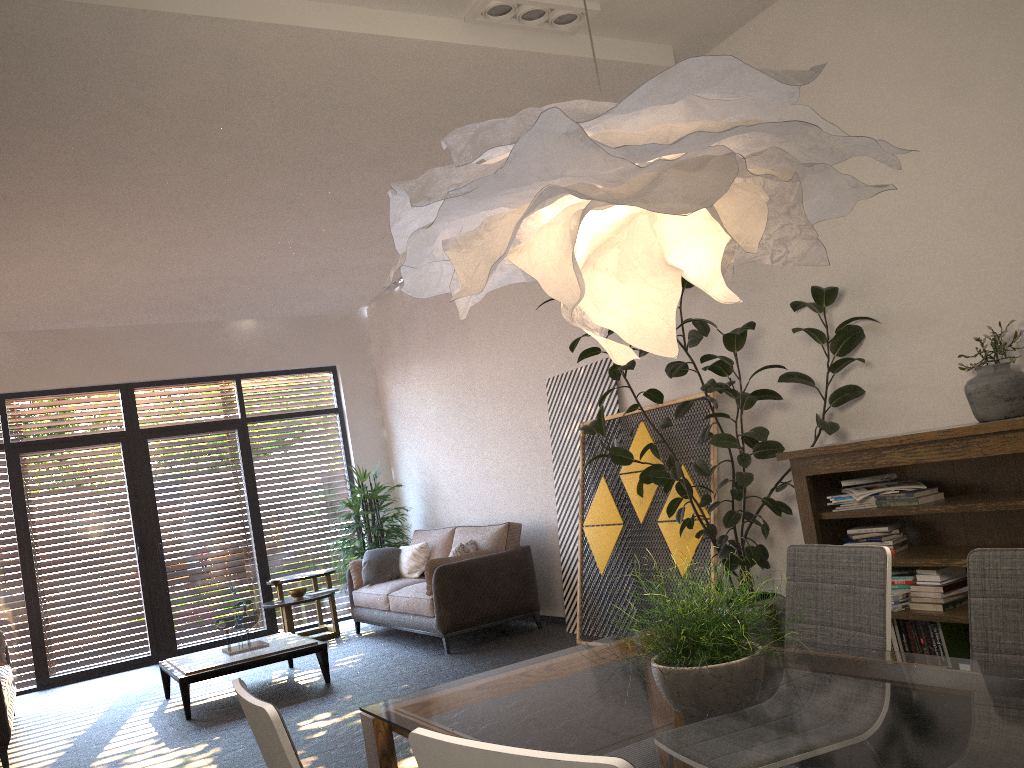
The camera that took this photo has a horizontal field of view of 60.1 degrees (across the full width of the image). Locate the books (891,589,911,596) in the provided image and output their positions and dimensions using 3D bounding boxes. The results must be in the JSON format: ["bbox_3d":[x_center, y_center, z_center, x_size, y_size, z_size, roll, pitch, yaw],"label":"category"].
[{"bbox_3d":[1.783,0.983,4.244,0.218,0.013,0.307,-7,-7,-25],"label":"books"}]

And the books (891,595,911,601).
[{"bbox_3d":[1.781,1.007,4.242,0.218,0.008,0.307,-6,-7,-26],"label":"books"}]

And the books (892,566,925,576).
[{"bbox_3d":[1.852,0.898,4.274,0.247,0.028,0.193,-15,-8,40],"label":"books"}]

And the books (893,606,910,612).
[{"bbox_3d":[1.785,1.059,4.246,0.218,0.008,0.307,-6,-7,-30],"label":"books"}]

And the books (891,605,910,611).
[{"bbox_3d":[1.783,1.052,4.248,0.218,0.007,0.307,-7,-7,-25],"label":"books"}]

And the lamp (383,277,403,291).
[{"bbox_3d":[-1.260,-1.100,9.337,0.252,0.066,0.649,-6,-7,-29],"label":"lamp"}]

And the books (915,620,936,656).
[{"bbox_3d":[1.978,1.181,4.119,0.171,0.240,0.085,-7,-4,-29],"label":"books"}]

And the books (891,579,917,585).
[{"bbox_3d":[1.841,0.940,4.267,0.175,0.023,0.251,-4,-8,-44],"label":"books"}]

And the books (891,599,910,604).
[{"bbox_3d":[1.785,1.025,4.251,0.218,0.008,0.290,-7,-7,-23],"label":"books"}]

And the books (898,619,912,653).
[{"bbox_3d":[1.925,1.201,4.217,0.171,0.240,0.056,-7,-4,-29],"label":"books"}]

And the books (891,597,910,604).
[{"bbox_3d":[1.788,1.018,4.243,0.218,0.006,0.307,-7,-7,-25],"label":"books"}]

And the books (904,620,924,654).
[{"bbox_3d":[1.951,1.200,4.171,0.171,0.224,0.083,-7,-4,-29],"label":"books"}]

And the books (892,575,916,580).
[{"bbox_3d":[1.856,0.919,4.271,0.192,0.014,0.257,-4,-8,-41],"label":"books"}]

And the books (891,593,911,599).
[{"bbox_3d":[1.782,1.000,4.244,0.218,0.008,0.307,-6,-7,-26],"label":"books"}]

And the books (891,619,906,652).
[{"bbox_3d":[1.893,1.212,4.265,0.167,0.240,0.100,-7,-4,-29],"label":"books"}]

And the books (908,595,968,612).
[{"bbox_3d":[1.972,0.994,4.048,0.242,0.034,0.181,-6,-7,-27],"label":"books"}]

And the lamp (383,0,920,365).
[{"bbox_3d":[-0.112,-2.594,2.052,1.115,5.196,1.067,-8,-3,-19],"label":"lamp"}]

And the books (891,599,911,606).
[{"bbox_3d":[1.785,1.031,4.250,0.218,0.008,0.290,-7,-7,-23],"label":"books"}]

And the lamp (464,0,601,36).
[{"bbox_3d":[0.103,-1.862,4.414,0.643,0.066,0.255,-6,-7,-29],"label":"lamp"}]

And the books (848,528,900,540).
[{"bbox_3d":[1.776,0.732,4.354,0.221,0.023,0.147,-11,-6,12],"label":"books"}]

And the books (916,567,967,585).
[{"bbox_3d":[1.973,0.866,4.064,0.216,0.069,0.159,-7,-6,-20],"label":"books"}]

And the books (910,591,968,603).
[{"bbox_3d":[1.971,0.967,4.059,0.226,0.023,0.167,-6,-7,-31],"label":"books"}]

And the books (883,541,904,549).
[{"bbox_3d":[1.793,0.794,4.347,0.206,0.022,0.154,-15,-8,40],"label":"books"}]

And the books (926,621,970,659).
[{"bbox_3d":[2.002,1.169,4.052,0.167,0.241,0.104,-7,-4,-29],"label":"books"}]

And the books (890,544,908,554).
[{"bbox_3d":[1.801,0.815,4.349,0.158,0.021,0.225,-3,-8,-44],"label":"books"}]

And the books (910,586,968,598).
[{"bbox_3d":[1.980,0.941,4.054,0.242,0.023,0.176,-7,-7,-22],"label":"books"}]

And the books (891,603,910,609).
[{"bbox_3d":[1.783,1.044,4.246,0.218,0.008,0.307,-7,-7,-25],"label":"books"}]

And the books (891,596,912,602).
[{"bbox_3d":[1.782,1.014,4.245,0.218,0.008,0.290,-6,-7,-25],"label":"books"}]

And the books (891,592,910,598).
[{"bbox_3d":[1.784,0.992,4.246,0.218,0.008,0.307,-7,-7,-25],"label":"books"}]

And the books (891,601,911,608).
[{"bbox_3d":[1.780,1.037,4.248,0.218,0.013,0.307,-7,-7,-25],"label":"books"}]

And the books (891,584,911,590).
[{"bbox_3d":[1.845,0.963,4.265,0.251,0.023,0.175,-15,-8,41],"label":"books"}]

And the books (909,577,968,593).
[{"bbox_3d":[1.969,0.915,4.047,0.224,0.029,0.180,-6,-7,-26],"label":"books"}]
